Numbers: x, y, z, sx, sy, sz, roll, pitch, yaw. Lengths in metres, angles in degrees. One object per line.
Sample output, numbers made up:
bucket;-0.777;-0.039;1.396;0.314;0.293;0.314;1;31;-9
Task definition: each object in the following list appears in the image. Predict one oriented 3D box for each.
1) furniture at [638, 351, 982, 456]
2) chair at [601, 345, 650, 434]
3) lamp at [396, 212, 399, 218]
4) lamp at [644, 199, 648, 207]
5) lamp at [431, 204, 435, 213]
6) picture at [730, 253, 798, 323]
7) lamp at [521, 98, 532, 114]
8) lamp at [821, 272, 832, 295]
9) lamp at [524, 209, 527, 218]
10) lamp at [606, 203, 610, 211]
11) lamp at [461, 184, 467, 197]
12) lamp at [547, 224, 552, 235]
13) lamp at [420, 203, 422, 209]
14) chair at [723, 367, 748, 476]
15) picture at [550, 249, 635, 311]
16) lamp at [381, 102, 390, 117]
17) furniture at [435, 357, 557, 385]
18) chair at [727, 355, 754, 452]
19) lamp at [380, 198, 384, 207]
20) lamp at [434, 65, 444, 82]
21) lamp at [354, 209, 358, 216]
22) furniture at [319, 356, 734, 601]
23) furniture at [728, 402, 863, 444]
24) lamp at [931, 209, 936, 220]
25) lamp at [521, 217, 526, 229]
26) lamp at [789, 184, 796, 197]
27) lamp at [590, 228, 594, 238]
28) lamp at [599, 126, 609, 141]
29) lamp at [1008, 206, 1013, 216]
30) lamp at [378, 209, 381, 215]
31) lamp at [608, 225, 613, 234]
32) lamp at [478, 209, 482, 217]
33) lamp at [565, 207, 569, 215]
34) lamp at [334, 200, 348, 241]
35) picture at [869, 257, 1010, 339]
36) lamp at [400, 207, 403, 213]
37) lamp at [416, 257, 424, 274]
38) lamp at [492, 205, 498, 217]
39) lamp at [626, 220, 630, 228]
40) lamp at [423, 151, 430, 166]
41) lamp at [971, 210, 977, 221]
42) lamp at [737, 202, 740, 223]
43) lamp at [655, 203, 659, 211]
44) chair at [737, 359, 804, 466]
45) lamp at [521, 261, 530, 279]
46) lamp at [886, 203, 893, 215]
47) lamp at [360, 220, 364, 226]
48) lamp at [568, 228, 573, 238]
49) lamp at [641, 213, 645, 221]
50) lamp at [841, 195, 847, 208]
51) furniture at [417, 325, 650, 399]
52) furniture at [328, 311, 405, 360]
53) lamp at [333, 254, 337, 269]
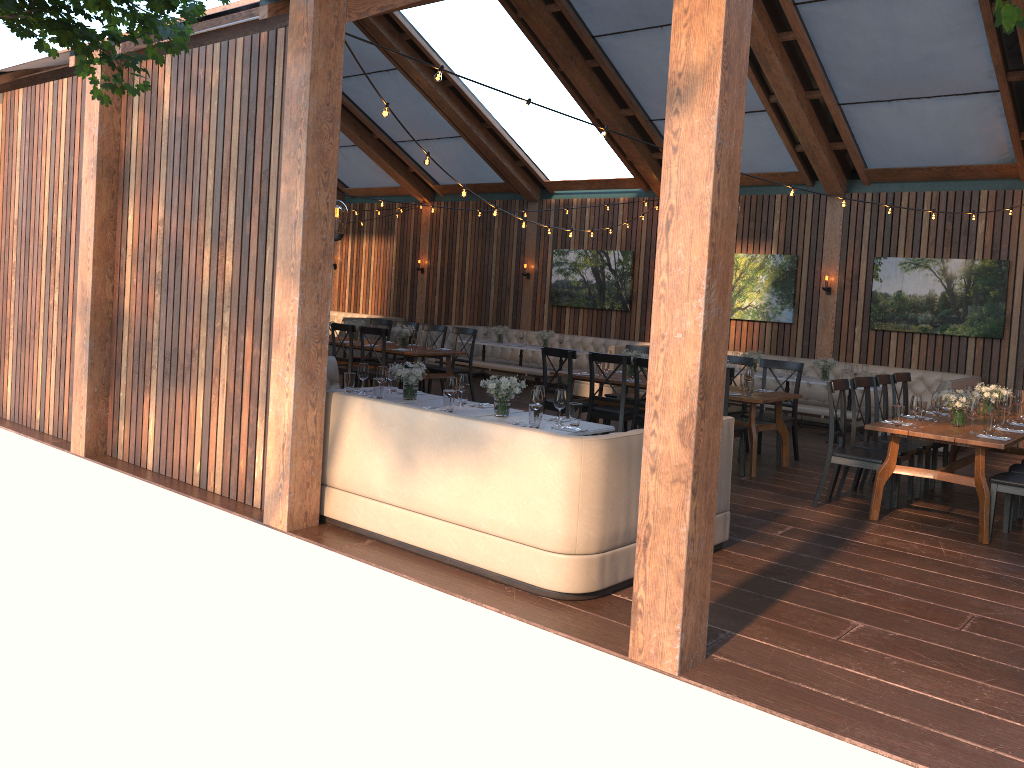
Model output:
furniture;3.895;0.123;11.960;4.173;0.856;1.710;9;7;39
chair;1.386;0.078;10.192;0.479;1.017;0.539;6;4;39
lamp;-2.279;-3.351;17.560;0.073;0.114;0.056;0;5;-44
lamp;2.140;-2.887;14.119;0.056;0.121;0.056;2;3;-29
lamp;-1.085;-2.406;12.146;0.056;0.121;0.056;1;4;-35
picture;3.498;-1.479;13.429;1.656;0.995;0.065;8;5;39
lamp;0.103;-2.060;6.548;0.075;0.114;0.056;6;4;38
lamp;4.470;-1.428;12.559;0.147;0.319;0.178;6;4;39
lamp;0.199;-2.500;12.969;0.056;0.120;0.056;2;3;-29
lamp;1.495;-2.750;13.745;0.056;0.120;0.056;3;3;-8
lamp;-0.421;-1.698;7.766;0.056;0.120;0.056;6;4;37
lamp;0.421;-1.725;9.894;0.056;0.120;0.056;1;4;-45
lamp;-1.815;-3.556;17.673;0.056;0.119;0.056;2;3;-21
chair;1.870;0.329;8.150;0.479;1.017;0.539;6;4;39
picture;1.353;-1.804;15.203;1.656;0.995;0.065;8;5;39
lamp;-0.905;-1.978;6.372;0.068;0.117;0.057;0;4;-44
furniture;-0.299;-0.127;13.998;2.337;0.398;0.313;9;6;39
chair;2.245;0.209;9.478;0.479;1.017;0.539;7;4;44
lamp;-1.721;-2.404;11.724;0.056;0.120;0.056;4;3;15
lamp;-0.506;-2.147;6.112;0.064;0.118;0.056;4;3;13
lamp;-2.747;-3.032;15.619;0.068;0.117;0.056;6;4;36
furniture;-0.698;0.437;6.416;4.173;0.856;1.710;9;7;39
furniture;3.168;0.400;11.118;2.337;0.398;0.313;9;6;39
lamp;4.523;-1.817;9.488;0.056;0.121;0.056;3;3;-17
lamp;0.123;-1.674;9.189;0.056;0.121;0.056;6;4;38
lamp;2.606;-1.801;8.237;0.056;0.119;0.057;6;4;33
lamp;1.021;-1.928;11.289;0.056;0.121;0.056;5;3;27
lamp;0.724;-1.978;6.981;0.075;0.114;0.056;3;3;-5
lamp;5.807;-2.016;10.299;0.056;0.117;0.066;2;3;-21
lamp;-2.450;-3.175;16.318;0.056;0.120;0.056;5;3;22
lamp;1.335;-2.086;11.975;0.056;0.120;0.056;2;3;-23
lamp;-0.461;-2.432;12.573;0.056;0.117;0.067;4;3;3
lamp;0.835;-2.617;13.370;0.056;0.118;0.063;6;4;33
lamp;-1.162;-1.045;5.773;0.147;0.319;0.178;6;4;39
picture;5.606;-1.159;11.686;1.656;0.995;0.065;8;5;39
lamp;-2.122;-3.346;16.990;0.064;0.118;0.057;1;4;-42
lamp;-1.858;-2.389;17.817;0.147;0.319;0.178;6;4;39
lamp;-0.160;-1.661;8.476;0.056;0.119;0.056;4;3;0
lamp;1.651;-2.282;12.652;0.071;0.116;0.057;2;4;-28
lamp;-0.678;-1.801;7.064;0.056;0.119;0.059;3;3;-19
lamp;5.168;-1.882;9.897;0.056;0.121;0.056;1;4;-35
lamp;0.947;-0.724;4.020;0.147;0.319;0.178;6;4;39
lamp;2.288;-2.795;13.967;0.056;0.118;0.062;5;3;23
chair;2.675;0.274;9.120;0.479;1.017;0.539;6;4;39
lamp;0.248;-2.069;16.067;0.147;0.319;0.178;6;4;39
lamp;3.877;-1.795;9.083;0.059;0.119;0.056;5;3;19
lamp;-2.916;-3.132;17.199;0.066;0.117;0.056;4;3;16
lamp;0.702;-1.811;10.598;0.056;0.120;0.056;2;4;-31
lamp;1.973;-2.519;13.316;0.060;0.119;0.056;2;3;-28
lamp;3.248;-1.786;8.661;0.056;0.121;0.056;4;3;8
furniture;0.426;-0.404;14.843;4.173;0.856;1.710;9;7;39
furniture;-4.207;-1.108;18.693;4.173;0.856;1.710;9;7;39
lamp;-3.966;-2.710;19.569;0.147;0.319;0.178;6;4;39
